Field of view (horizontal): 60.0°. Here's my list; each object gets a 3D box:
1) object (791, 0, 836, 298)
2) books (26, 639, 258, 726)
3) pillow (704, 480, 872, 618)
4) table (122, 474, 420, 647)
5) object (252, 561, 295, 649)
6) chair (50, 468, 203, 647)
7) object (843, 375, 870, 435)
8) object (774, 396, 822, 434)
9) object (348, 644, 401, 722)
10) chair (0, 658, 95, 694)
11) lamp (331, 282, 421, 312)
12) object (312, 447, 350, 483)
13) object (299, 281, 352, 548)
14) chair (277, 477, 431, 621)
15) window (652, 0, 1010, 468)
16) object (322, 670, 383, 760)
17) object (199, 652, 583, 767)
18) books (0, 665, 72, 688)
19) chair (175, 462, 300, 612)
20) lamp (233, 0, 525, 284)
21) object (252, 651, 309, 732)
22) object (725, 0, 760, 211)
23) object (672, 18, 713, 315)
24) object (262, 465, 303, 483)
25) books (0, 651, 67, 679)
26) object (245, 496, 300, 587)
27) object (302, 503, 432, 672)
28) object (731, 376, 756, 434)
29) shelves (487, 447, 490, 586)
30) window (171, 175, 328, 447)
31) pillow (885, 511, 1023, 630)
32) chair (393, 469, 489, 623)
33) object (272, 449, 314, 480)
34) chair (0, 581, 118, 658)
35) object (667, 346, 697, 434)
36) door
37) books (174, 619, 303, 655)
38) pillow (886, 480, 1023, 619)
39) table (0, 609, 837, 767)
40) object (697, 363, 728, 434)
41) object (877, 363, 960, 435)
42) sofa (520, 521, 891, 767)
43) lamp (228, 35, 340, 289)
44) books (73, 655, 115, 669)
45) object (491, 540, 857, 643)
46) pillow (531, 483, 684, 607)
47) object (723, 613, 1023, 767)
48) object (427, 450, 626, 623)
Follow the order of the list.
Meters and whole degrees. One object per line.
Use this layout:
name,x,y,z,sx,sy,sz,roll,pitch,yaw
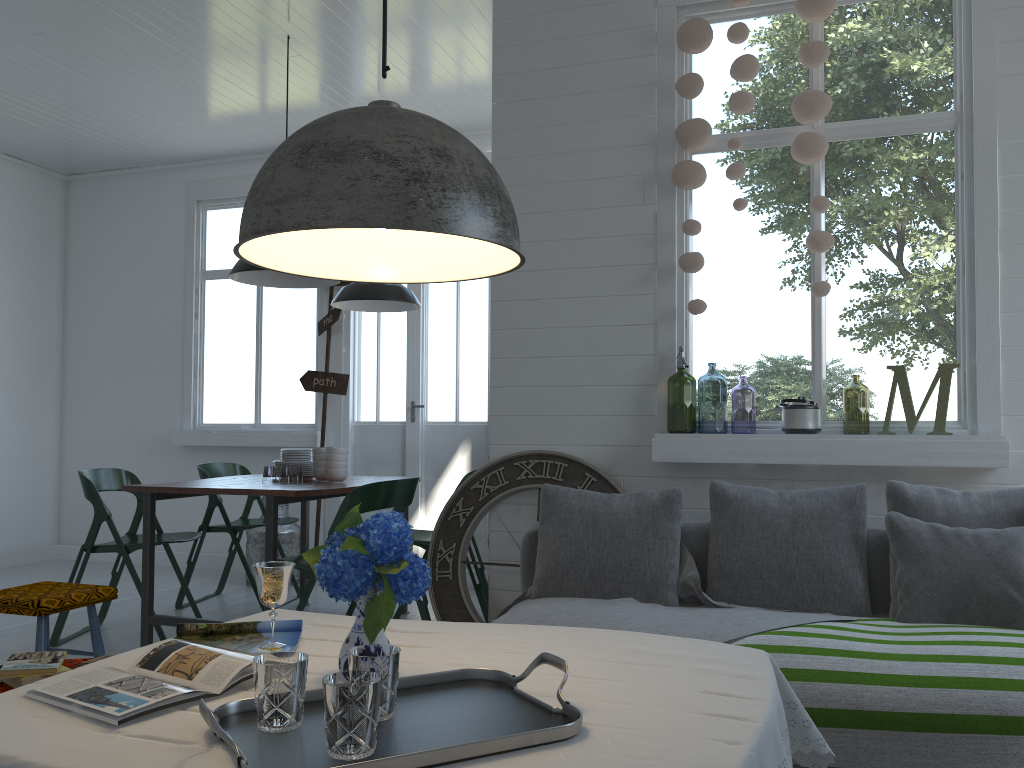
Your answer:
object,1.374,-1.101,4.034,0.200,1.425,0.197,-1,-2,29
books,-0.690,0.581,1.794,0.300,0.049,0.422,-2,-4,34
pillow,1.119,0.665,3.623,0.641,0.520,0.280,-1,-2,19
table,-1.354,1.046,5.390,1.171,0.929,1.696,0,-3,16
object,-0.557,0.516,2.070,0.098,0.191,0.098,-2,-3,39
chair,-2.267,1.014,5.315,0.730,1.006,0.652,0,-2,-1
object,1.534,0.094,3.951,0.111,0.269,0.111,-1,-3,37
object,1.309,0.141,4.034,0.186,0.174,0.208,0,-3,-1
object,-0.246,0.534,1.583,0.095,0.119,0.096,0,-2,3
chair,-1.183,1.077,2.423,0.419,0.562,0.419,1,-2,-11
lamp,-0.983,-1.312,6.480,0.650,1.498,0.650,1,-2,-26
object,-1.091,0.483,5.331,0.150,0.216,0.309,2,-3,-38
object,-1.525,-0.107,7.369,0.361,3.419,0.413,2,-3,-39
chair,-0.786,0.979,4.501,0.730,1.006,0.652,0,-2,19
window,1.399,-0.835,4.055,1.482,2.396,0.254,0,-2,19
object,-0.253,0.524,1.403,0.095,0.119,0.096,-2,-3,43
object,-0.199,0.555,1.540,0.651,0.092,0.399,2,-3,-29
books,-1.279,0.773,2.369,0.182,0.030,0.129,-2,-4,41
chair,-1.921,1.071,6.332,0.730,1.006,0.652,0,-2,9
lamp,-0.266,-1.281,1.902,0.601,2.043,0.601,1,-2,-11
object,-0.399,0.530,1.527,0.095,0.119,0.096,-2,-3,43
object,1.074,-1.346,4.142,0.153,1.088,0.150,2,-3,-36
object,0.860,-1.023,4.202,0.193,1.403,0.197,1,-2,-21
object,-1.361,0.537,5.291,0.172,0.098,0.241,-1,-3,23
books,-1.278,0.747,2.374,0.133,0.022,0.189,1,-3,-20
object,-1.906,1.244,7.126,0.450,0.724,0.451,0,-2,-1
object,-0.285,0.428,1.801,0.236,0.376,0.266,-1,-3,21
object,1.070,0.099,4.098,0.111,0.269,0.111,-1,-3,37
shelves,0.171,0.818,6.529,0.513,1.514,0.679,0,-2,19
window,-2.279,-0.655,7.785,1.482,2.396,0.254,0,-2,19
pillow,1.662,0.707,3.279,0.528,0.445,0.277,-1,-3,34
chair,-0.431,1.037,5.549,0.730,1.006,0.652,0,-2,-1
object,-1.353,0.505,5.568,0.300,0.195,0.306,2,-3,-35
chair,-1.954,1.141,3.686,0.419,0.562,0.419,0,-3,19
object,0.801,0.026,4.181,0.136,0.415,0.136,0,-2,16
door,-0.820,-0.126,7.264,1.610,3.478,0.254,0,-2,19
books,-0.661,0.604,2.101,0.300,0.043,0.229,1,-3,-7
pillow,1.776,0.658,3.388,0.639,0.560,0.279,-1,-2,19
table,-0.221,0.967,1.818,1.670,0.724,1.328,-1,-3,20
object,0.938,0.069,4.151,0.137,0.335,0.137,-1,-2,26
object,1.771,0.072,3.866,0.330,0.311,0.052,-1,-2,29
sofa,1.131,0.950,2.025,3.394,0.898,3.410,-1,-3,18
lamp,-1.362,-1.374,5.364,0.650,1.498,0.650,0,-2,15
books,-1.111,0.791,2.498,0.189,0.012,0.133,-1,-3,17
object,0.278,1.026,3.407,1.684,0.924,1.213,2,-3,-30
pillow,0.402,0.697,3.768,0.639,0.521,0.279,-1,-2,18
object,1.278,1.073,2.956,3.164,0.473,1.044,-1,-3,19
object,0.109,0.889,4.263,1.111,1.137,0.585,0,-2,4
